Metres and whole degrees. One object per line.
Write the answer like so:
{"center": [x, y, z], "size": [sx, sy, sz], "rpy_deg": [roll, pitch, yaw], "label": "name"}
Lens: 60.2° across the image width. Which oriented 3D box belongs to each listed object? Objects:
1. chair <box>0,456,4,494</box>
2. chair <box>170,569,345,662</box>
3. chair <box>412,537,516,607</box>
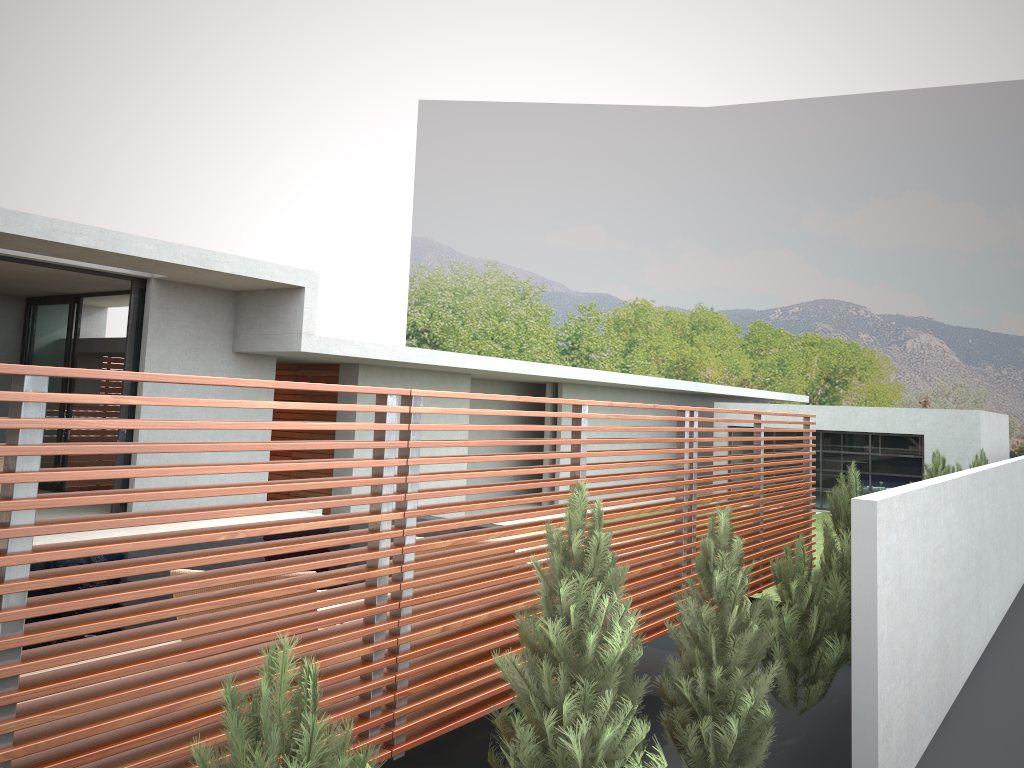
{"center": [-7.347, 1.264, 12.367], "size": [0.617, 0.871, 0.626], "rpy_deg": [-1, -6, 34], "label": "chair"}
{"center": [-1.445, 1.351, 5.387], "size": [0.700, 0.833, 2.281], "rpy_deg": [3, -2, -6], "label": "chair"}
{"center": [-0.466, 1.428, 6.740], "size": [0.700, 0.833, 2.281], "rpy_deg": [3, -2, -7], "label": "chair"}
